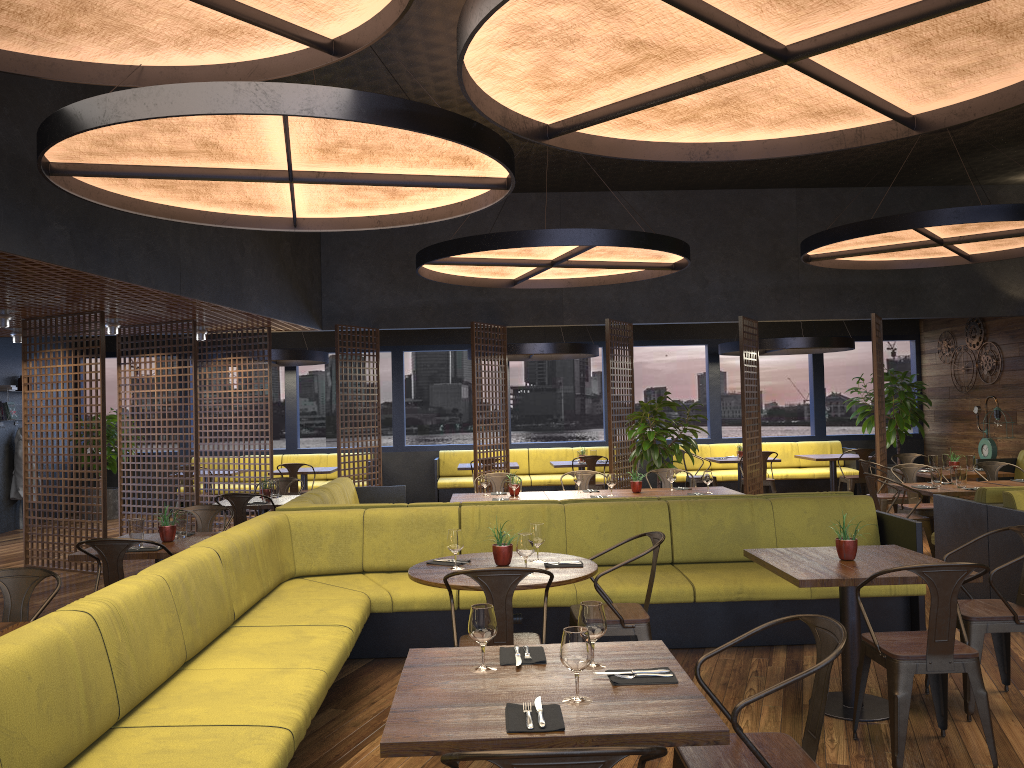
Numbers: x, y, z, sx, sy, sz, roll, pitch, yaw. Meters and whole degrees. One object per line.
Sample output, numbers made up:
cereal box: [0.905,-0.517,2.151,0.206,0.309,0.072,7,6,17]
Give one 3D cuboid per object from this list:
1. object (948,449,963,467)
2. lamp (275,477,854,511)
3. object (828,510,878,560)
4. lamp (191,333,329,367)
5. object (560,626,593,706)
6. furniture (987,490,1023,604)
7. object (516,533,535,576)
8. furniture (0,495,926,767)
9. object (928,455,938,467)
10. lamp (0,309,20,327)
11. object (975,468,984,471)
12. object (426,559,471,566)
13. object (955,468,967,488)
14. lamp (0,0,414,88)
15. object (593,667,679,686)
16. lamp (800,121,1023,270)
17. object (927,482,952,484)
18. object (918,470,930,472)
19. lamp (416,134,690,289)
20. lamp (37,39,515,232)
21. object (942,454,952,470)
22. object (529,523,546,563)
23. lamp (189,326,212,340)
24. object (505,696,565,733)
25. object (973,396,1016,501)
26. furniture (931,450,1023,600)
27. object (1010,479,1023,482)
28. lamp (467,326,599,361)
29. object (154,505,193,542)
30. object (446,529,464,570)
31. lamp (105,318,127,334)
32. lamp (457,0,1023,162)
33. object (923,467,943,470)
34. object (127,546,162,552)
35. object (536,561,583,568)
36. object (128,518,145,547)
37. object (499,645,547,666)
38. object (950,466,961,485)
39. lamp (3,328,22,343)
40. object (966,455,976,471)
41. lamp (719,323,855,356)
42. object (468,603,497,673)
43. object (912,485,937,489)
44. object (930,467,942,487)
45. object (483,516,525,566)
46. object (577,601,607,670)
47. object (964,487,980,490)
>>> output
object: [5.028,0.857,10.101,0.238,0.271,0.260,-2,-2,20]
lamp: [-1.944,0.511,7.982,9.057,2.714,3.017,-1,-1,-2]
object: [1.776,0.794,4.691,0.260,0.271,0.238,-2,-2,34]
lamp: [-3.778,-1.389,13.303,1.979,2.172,1.979,-1,-1,5]
object: [0.187,0.812,2.560,0.097,0.206,0.097,-1,-2,-10]
furniture: [5.312,1.146,4.421,3.372,0.914,4.503,-1,-1,-2]
object: [0.069,0.865,4.508,0.097,0.206,0.097,-2,-2,23]
furniture: [0.311,1.296,5.617,4.895,0.914,7.462,-1,-2,-7]
object: [4.851,0.911,10.211,0.102,0.178,0.102,-1,-2,-16]
lamp: [-5.129,-0.661,8.936,0.228,0.172,0.228,-1,-1,-2]
object: [5.357,0.976,10.096,0.157,0.019,0.255,-1,-1,-2]
object: [-0.331,0.978,4.888,0.255,0.019,0.157,-2,-2,31]
object: [4.165,0.875,8.220,0.102,0.178,0.102,-2,-2,34]
lamp: [-1.740,-2.179,3.309,2.778,1.159,2.778,0,-2,-41]
object: [0.382,0.906,2.762,0.255,0.019,0.157,-1,-1,-1]
lamp: [4.418,-2.072,9.152,2.778,1.362,2.778,0,-2,-37]
object: [4.196,0.966,8.682,0.157,0.019,0.255,-1,-1,-2]
object: [4.696,0.993,10.153,0.157,0.019,0.255,-1,-1,-2]
lamp: [0.396,-1.902,9.111,2.778,1.475,2.778,-1,-1,-1]
lamp: [-1.387,-1.953,5.516,2.778,1.475,2.778,-1,-1,2]
object: [5.053,0.908,10.294,0.102,0.178,0.102,-2,-2,34]
object: [0.140,0.873,4.886,0.097,0.206,0.097,-2,-2,37]
lamp: [-3.883,-0.635,11.056,0.228,0.172,0.228,-1,-1,-2]
object: [0.060,0.905,2.440,0.157,0.019,0.255,-1,-1,-1]
object: [6.752,0.970,12.423,0.459,1.615,0.848,-1,-1,-2]
furniture: [5.181,1.269,9.054,3.378,0.916,4.755,-1,-1,-2]
object: [5.035,0.947,8.706,0.157,0.019,0.255,-1,-1,-2]
lamp: [0.295,-1.483,13.423,1.979,2.172,1.979,-3,-2,43]
object: [-2.314,0.925,5.974,0.260,0.271,0.238,-1,-1,0]
object: [-0.302,0.879,4.719,0.097,0.206,0.097,-3,-2,40]
lamp: [-4.496,-0.649,9.982,0.228,0.172,0.228,-1,-1,-2]
lamp: [1.143,-2.059,3.768,2.778,1.475,2.778,0,-2,-43]
object: [4.999,0.993,10.449,0.255,0.019,0.157,-1,-1,-2]
object: [-2.354,1.043,5.633,0.255,0.019,0.157,-1,-1,-2]
object: [0.255,0.961,4.750,0.255,0.019,0.157,-1,-1,1]
object: [-2.446,0.969,5.776,0.102,0.178,0.102,-1,-2,-16]
object: [0.036,0.921,3.005,0.157,0.019,0.255,-1,-1,-1]
object: [4.285,0.881,8.564,0.102,0.178,0.102,-1,-2,-16]
lamp: [-6.011,-0.592,10.792,0.228,0.172,0.228,-1,-1,-2]
object: [5.198,0.898,10.043,0.102,0.178,0.102,-2,-2,34]
lamp: [4.140,-1.573,13.537,1.979,2.172,1.979,-1,-2,-17]
object: [-0.095,0.827,2.891,0.097,0.206,0.097,-1,-2,-10]
object: [3.868,0.965,8.348,0.157,0.019,0.255,-1,-1,-2]
object: [4.023,0.883,8.406,0.102,0.178,0.102,-1,-2,-16]
object: [-0.062,0.840,4.778,0.238,0.271,0.260,-2,-2,20]
object: [0.262,0.819,2.894,0.097,0.206,0.097,-1,-1,-1]
object: [4.222,0.950,8.061,0.255,0.019,0.157,-1,-1,-2]
